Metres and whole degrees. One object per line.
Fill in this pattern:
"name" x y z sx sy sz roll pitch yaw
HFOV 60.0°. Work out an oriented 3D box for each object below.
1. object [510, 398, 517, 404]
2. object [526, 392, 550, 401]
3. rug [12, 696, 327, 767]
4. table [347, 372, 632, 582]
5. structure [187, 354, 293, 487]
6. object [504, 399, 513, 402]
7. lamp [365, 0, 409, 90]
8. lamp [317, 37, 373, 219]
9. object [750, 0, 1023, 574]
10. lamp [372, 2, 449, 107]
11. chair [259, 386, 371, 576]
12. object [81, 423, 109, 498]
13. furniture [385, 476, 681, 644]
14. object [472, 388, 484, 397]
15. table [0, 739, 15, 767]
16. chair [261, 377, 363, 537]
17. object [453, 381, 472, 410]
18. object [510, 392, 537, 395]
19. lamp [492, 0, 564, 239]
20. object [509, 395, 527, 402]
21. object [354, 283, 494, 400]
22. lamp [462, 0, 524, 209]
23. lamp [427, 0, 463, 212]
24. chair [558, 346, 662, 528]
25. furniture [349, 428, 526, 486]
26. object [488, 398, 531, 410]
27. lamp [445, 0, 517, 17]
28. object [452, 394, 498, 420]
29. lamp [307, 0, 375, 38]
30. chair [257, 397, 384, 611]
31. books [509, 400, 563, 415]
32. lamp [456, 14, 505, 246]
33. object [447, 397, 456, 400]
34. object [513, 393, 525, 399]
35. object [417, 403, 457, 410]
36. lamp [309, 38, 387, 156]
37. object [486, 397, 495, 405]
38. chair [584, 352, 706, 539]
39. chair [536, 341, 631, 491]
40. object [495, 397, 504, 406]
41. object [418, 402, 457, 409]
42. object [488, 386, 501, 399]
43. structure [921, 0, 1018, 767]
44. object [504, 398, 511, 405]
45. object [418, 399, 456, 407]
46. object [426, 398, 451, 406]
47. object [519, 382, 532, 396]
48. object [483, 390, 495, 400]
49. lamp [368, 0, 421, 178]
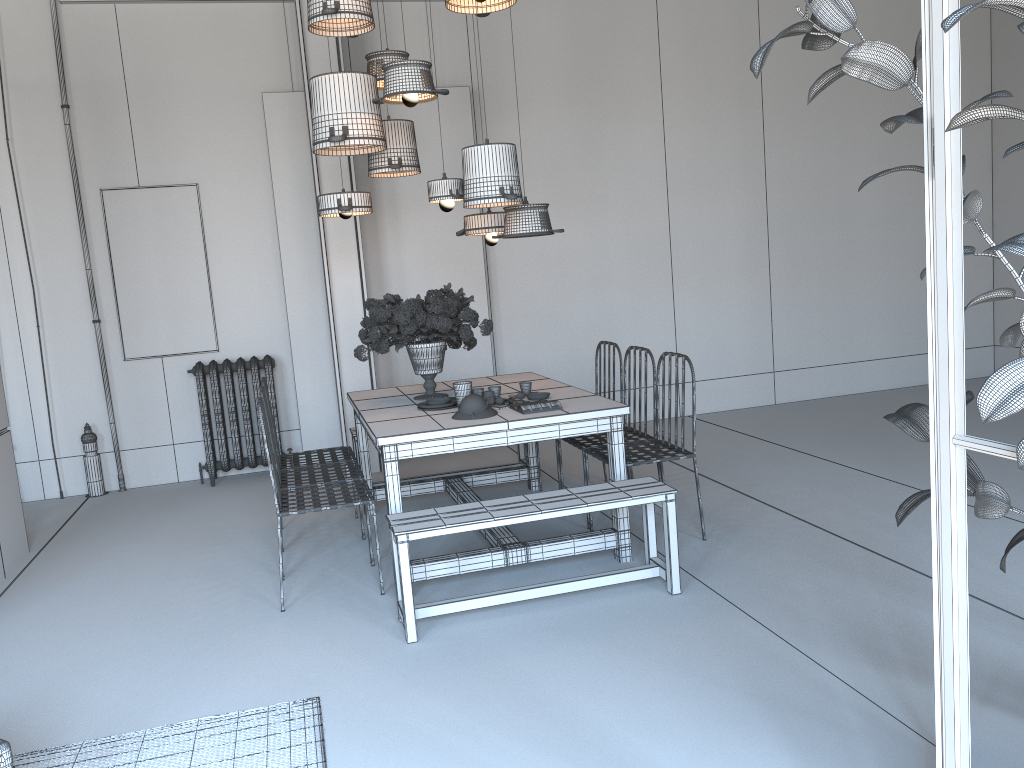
"object" 0.005 0.084 4.700 0.024 0.017 0.249 -5 8 -4
"object" 0.141 0.069 4.772 0.133 0.029 0.133 0 9 33
"rug" -1.677 1.399 2.022 2.524 0.007 1.961 -7 8 -14
"table" -0.212 0.485 5.074 1.239 0.819 1.784 -7 8 -14
"structure" -2.158 0.289 7.074 0.733 1.007 0.328 -7 8 -14
"object" -0.027 0.086 4.698 0.021 0.019 0.174 -7 8 -17
"lamp" -0.760 -2.255 5.150 0.301 1.094 0.359 -4 8 4
"lamp" -1.078 -1.889 5.270 0.404 1.798 0.323 3 10 44
"object" 1.233 0.121 1.626 1.309 2.183 1.253 -5 8 -3
"lamp" -0.576 -2.080 4.522 0.359 1.306 0.301 -8 8 -21
"chair" -1.074 0.473 4.855 0.488 0.975 0.474 -7 8 -14
"object" -3.280 0.620 6.963 0.173 0.647 0.206 -2 8 21
"furniture" 0.108 0.756 3.928 1.260 0.478 0.300 -7 8 -14
"object" -0.183 0.064 4.747 0.071 0.076 0.071 -7 8 -17
"table" -1.809 1.204 2.403 0.667 0.330 0.706 0 9 31
"chair" -1.200 0.420 5.332 0.488 0.975 0.474 -7 8 -14
"object" -0.252 0.065 4.609 0.102 0.146 0.102 2 10 40
"object" 0.067 0.054 5.005 0.174 0.014 0.021 -7 8 -19
"lamp" 0.008 -1.814 4.819 0.359 2.004 0.301 -7 8 -16
"object" 0.027 0.077 4.706 0.021 0.026 0.173 -9 9 -30
"object" -0.527 -0.240 5.123 0.782 0.654 0.697 -6 8 -12
"lamp" -0.170 -1.829 4.436 0.312 1.845 0.352 -3 8 11
"lamp" -0.435 -1.870 4.866 0.253 1.831 0.202 -1 8 24
"chair" 0.567 0.285 5.257 0.488 0.975 0.474 -7 8 -14
"furniture" -0.484 0.494 6.281 1.260 0.478 0.300 -7 8 -14
"object" -0.084 0.103 4.725 0.213 0.012 0.335 -10 9 -37
"lamp" -0.201 -2.472 4.929 0.403 0.687 0.505 -10 9 -36
"object" -0.188 0.152 4.406 0.236 0.211 0.260 -4 8 4
"lamp" -0.918 -2.275 4.541 0.392 0.870 0.346 -12 10 -43
"chair" -0.945 0.527 4.366 0.488 0.975 0.474 -7 8 -14
"books" 0.116 0.107 4.455 0.202 0.041 0.249 -7 8 -16
"lamp" -0.209 -1.869 5.453 0.404 2.026 0.323 -6 8 -11
"object" -0.272 0.082 4.991 0.182 0.016 0.179 -6 8 -9
"object" 0.019 0.063 4.868 0.054 0.037 0.121 -10 9 -35
"object" -0.390 0.122 4.764 0.236 0.015 0.236 -11 10 -41
"lamp" -0.967 -2.024 4.884 0.470 1.447 0.415 -12 10 -43
"object" -0.110 0.089 4.642 0.051 0.045 0.045 -10 9 -36
"chair" 0.693 0.338 4.779 0.488 0.975 0.474 -7 8 -14
"chair" 0.438 0.231 5.746 0.488 0.975 0.474 -7 8 -14
"object" -0.065 0.088 4.621 0.044 0.043 0.043 -11 10 -42
"object" -0.399 0.116 4.768 0.211 0.024 0.211 -4 8 5
"object" -0.091 0.053 4.773 0.071 0.076 0.071 -3 8 11
"structure" 2.129 -0.489 1.063 2.452 3.454 2.994 -7 8 -14
"object" -0.018 0.087 4.709 0.024 0.015 0.249 -4 8 6
"object" -0.400 0.111 4.767 0.211 0.024 0.211 -1 9 28
"object" -0.398 0.101 4.792 0.135 0.029 0.135 -8 8 -21
"object" 0.078 0.030 4.935 0.071 0.076 0.071 0 9 33
"object" -0.122 0.070 4.707 0.065 0.064 0.065 -9 9 -29
"lamp" -0.775 -2.040 5.289 0.322 1.553 0.364 0 9 31
